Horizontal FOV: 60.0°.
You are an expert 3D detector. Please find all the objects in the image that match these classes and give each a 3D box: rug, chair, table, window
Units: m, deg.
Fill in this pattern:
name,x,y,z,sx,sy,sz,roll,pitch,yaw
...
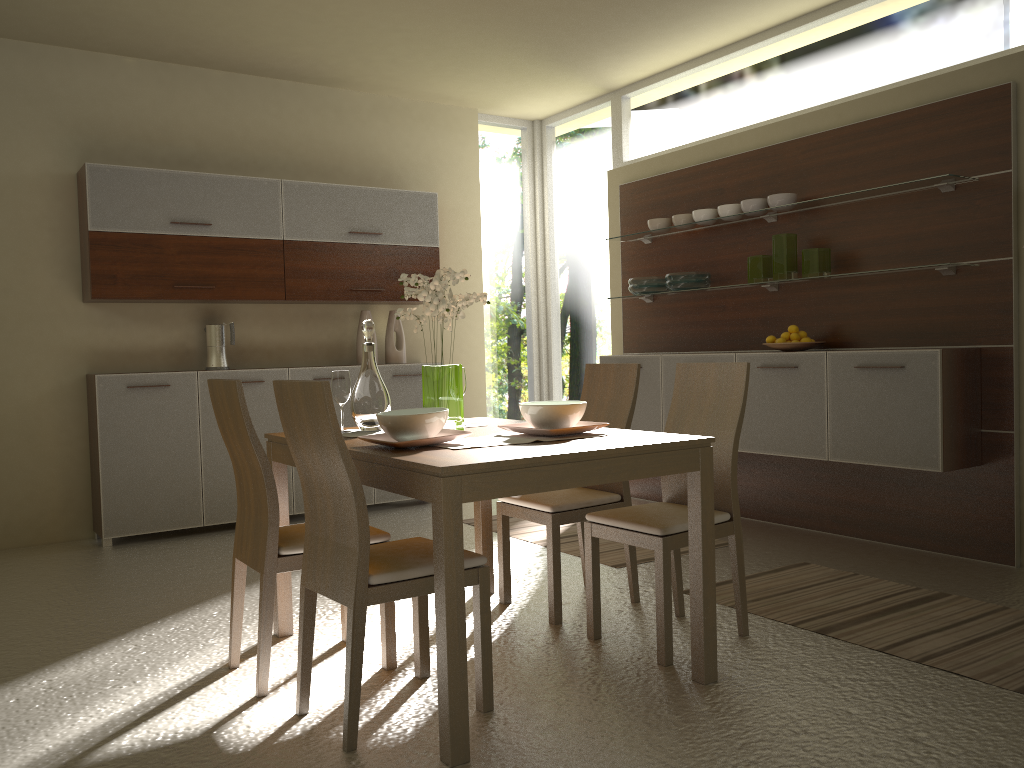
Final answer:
name,x,y,z,sx,sy,sz,roll,pitch,yaw
rug,0.436,0.874,5.270,0.842,0.007,1.613,-3,2,-33
chair,-0.392,0.487,2.674,0.507,1.017,0.404,-3,3,-37
table,-0.147,0.576,3.156,1.000,0.790,1.411,-3,2,-34
chair,0.252,0.428,3.782,0.507,1.017,0.404,-3,2,-34
rug,1.529,0.909,3.477,0.843,0.010,1.613,-3,2,-33
window,-0.993,-0.532,3.991,6.429,3.000,4.466,-3,3,-36
chair,-0.733,0.482,3.077,0.507,1.017,0.404,-3,2,-33
chair,0.589,0.436,3.297,0.507,1.017,0.404,-3,3,-36

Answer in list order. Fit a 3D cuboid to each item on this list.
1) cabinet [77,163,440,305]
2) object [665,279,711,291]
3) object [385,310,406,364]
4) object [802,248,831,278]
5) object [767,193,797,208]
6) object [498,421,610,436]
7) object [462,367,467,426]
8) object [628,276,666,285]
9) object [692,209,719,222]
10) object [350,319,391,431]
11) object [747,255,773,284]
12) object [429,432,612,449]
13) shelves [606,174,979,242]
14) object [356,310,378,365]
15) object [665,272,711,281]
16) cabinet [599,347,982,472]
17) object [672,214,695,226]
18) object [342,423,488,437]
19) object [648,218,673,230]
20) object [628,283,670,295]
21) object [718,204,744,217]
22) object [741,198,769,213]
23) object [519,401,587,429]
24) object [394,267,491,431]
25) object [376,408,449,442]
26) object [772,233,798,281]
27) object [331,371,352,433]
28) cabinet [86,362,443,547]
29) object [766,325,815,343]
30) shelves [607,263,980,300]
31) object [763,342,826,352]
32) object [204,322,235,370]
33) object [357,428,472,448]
name,x,y,z,sx,sy,sz,roll,pitch,yaw
cabinet,-1.574,-0.940,5.903,2.318,0.789,0.372,-3,2,-34
object,1.120,-0.625,5.636,0.288,0.068,0.288,-1,2,15
object,-0.848,-0.339,6.423,0.153,0.384,0.153,-2,2,0
object,1.663,-0.658,4.846,0.112,0.160,0.111,-3,3,-34
object,1.530,-1.027,5.020,0.163,0.077,0.163,-1,2,15
object,0.142,0.155,3.040,0.283,0.033,0.283,-3,3,-39
object,-0.216,0.050,3.524,0.075,0.232,0.075,-1,2,15
object,0.922,-0.672,5.921,0.288,0.068,0.288,-1,2,15
object,1.202,-1.035,5.500,0.163,0.077,0.163,-1,2,15
object,-0.546,-0.036,3.401,0.156,0.426,0.156,-1,2,8
object,1.447,-0.663,5.150,0.111,0.160,0.112,-3,3,-34
object,0.008,0.179,2.937,0.589,0.010,0.287,-3,2,-30
shelves,1.437,-0.988,5.180,0.255,0.008,2.463,-3,2,-34
object,-1.033,-0.329,6.301,0.153,0.384,0.153,-2,2,0
object,1.119,-0.667,5.634,0.288,0.068,0.288,-1,2,15
cabinet,1.420,0.100,5.187,0.372,0.570,2.463,-3,2,-34
object,1.108,-1.039,5.679,0.163,0.077,0.163,-1,2,15
object,-0.417,0.172,3.446,0.589,0.010,0.287,-3,3,-37
object,0.976,-1.041,5.837,0.163,0.077,0.163,-1,2,15
object,0.924,-0.629,5.923,0.288,0.068,0.288,-1,2,15
object,1.322,-1.033,5.340,0.163,0.077,0.163,-1,2,8
object,1.418,-1.030,5.170,0.163,0.077,0.163,-1,2,15
object,0.141,0.114,3.039,0.233,0.101,0.233,-4,3,-45
object,-0.252,-0.122,3.210,0.304,0.608,0.302,-3,2,-30
object,-0.317,0.136,2.843,0.232,0.107,0.233,-2,2,-22
object,1.537,-0.712,4.993,0.099,0.259,0.099,-3,3,-34
object,-0.640,0.066,3.330,0.075,0.232,0.075,-1,2,15
cabinet,-1.535,0.400,5.952,2.318,1.018,0.372,-3,2,-34
object,1.555,-0.260,4.949,0.259,0.139,0.230,-1,2,26
shelves,1.449,-0.580,5.195,0.255,0.008,2.463,-3,2,-34
object,1.571,-0.205,4.940,0.337,0.053,0.337,-2,2,-2
object,-1.890,-0.244,5.721,0.181,0.305,0.150,-3,2,-27
object,-0.314,0.176,2.847,0.283,0.041,0.283,-3,3,-34
